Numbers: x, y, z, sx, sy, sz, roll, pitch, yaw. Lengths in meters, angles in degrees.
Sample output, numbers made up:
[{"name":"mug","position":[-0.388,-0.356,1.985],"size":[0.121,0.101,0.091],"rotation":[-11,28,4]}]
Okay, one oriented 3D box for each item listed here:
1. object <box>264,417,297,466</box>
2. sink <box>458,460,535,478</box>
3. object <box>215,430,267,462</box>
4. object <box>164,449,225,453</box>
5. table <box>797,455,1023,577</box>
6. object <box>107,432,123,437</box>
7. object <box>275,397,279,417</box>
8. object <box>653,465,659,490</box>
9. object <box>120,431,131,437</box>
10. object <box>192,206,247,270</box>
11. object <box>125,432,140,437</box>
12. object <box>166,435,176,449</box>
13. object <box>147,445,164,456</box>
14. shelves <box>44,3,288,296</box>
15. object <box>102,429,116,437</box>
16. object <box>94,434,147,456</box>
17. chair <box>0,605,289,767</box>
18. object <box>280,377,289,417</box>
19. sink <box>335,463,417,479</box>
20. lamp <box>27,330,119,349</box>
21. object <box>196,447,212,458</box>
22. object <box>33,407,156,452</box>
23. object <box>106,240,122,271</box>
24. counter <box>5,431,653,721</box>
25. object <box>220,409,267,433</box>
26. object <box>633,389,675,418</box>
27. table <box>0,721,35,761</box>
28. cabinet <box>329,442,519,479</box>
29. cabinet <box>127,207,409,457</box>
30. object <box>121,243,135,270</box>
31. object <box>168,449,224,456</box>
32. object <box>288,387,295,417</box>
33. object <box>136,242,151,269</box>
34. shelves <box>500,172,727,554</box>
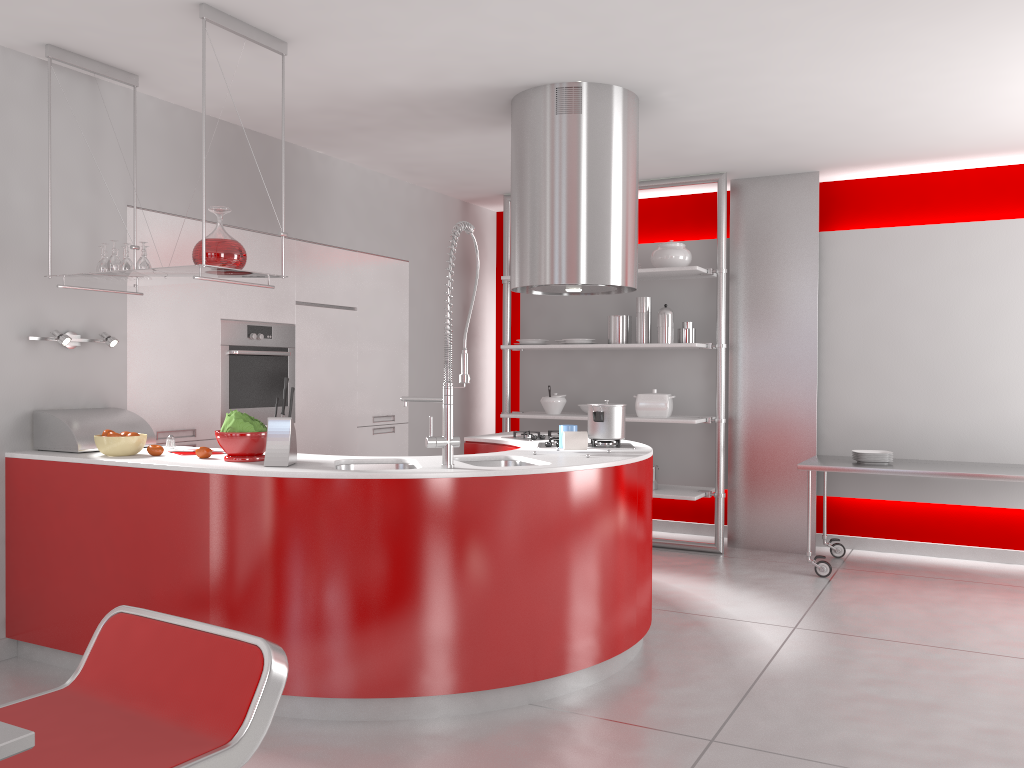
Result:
[{"name":"object","position":[-0.866,0.212,3.320],"size":[0.091,0.178,0.137],"rotation":[0,1,1]},{"name":"sink","position":[-0.051,0.411,3.528],"size":[0.326,0.172,0.428],"rotation":[0,1,-23]},{"name":"object","position":[-1.050,0.242,3.491],"size":[0.229,0.118,0.228],"rotation":[0,1,-1]},{"name":"object","position":[-1.302,0.286,3.792],"size":[0.375,0.008,0.041],"rotation":[0,1,5]},{"name":"table","position":[2.611,0.834,5.335],"size":[1.627,0.682,0.749],"rotation":[1,1,29]},{"name":"object","position":[-1.639,0.224,3.667],"size":[0.065,0.052,0.062],"rotation":[0,1,12]},{"name":"object","position":[-0.891,0.150,3.338],"size":[0.009,0.197,0.091],"rotation":[0,1,-1]},{"name":"object","position":[0.918,0.661,6.295],"size":[0.240,0.161,0.259],"rotation":[0,1,11]},{"name":"object","position":[-1.622,0.224,3.727],"size":[0.066,0.049,0.062],"rotation":[1,1,25]},{"name":"object","position":[-1.188,-0.583,3.606],"size":[0.213,0.266,0.213],"rotation":[0,1,-34]},{"name":"object","position":[-1.575,0.225,3.679],"size":[0.066,0.049,0.062],"rotation":[1,1,36]},{"name":"object","position":[-1.528,0.259,3.970],"size":[0.043,0.066,0.042],"rotation":[1,1,41]},{"name":"object","position":[-1.473,0.275,3.665],"size":[0.065,0.047,0.063],"rotation":[1,1,27]},{"name":"shelves","position":[-1.451,-0.914,3.720],"size":[0.934,1.023,0.462],"rotation":[1,1,28]},{"name":"object","position":[-1.682,0.219,3.709],"size":[0.055,0.058,0.066],"rotation":[0,1,13]},{"name":"object","position":[-1.622,0.255,3.677],"size":[0.201,0.086,0.201],"rotation":[1,1,29]},{"name":"chair","position":[-0.596,0.785,1.177],"size":[0.418,0.857,0.460],"rotation":[1,1,33]},{"name":"object","position":[-0.865,0.136,3.347],"size":[0.014,0.322,0.150],"rotation":[0,1,-1]},{"name":"sink","position":[-0.516,0.411,3.385],"size":[0.326,0.172,0.428],"rotation":[0,1,-11]},{"name":"lamp","position":[-1.946,-0.199,4.000],"size":[0.155,0.081,0.454],"rotation":[1,1,28]},{"name":"object","position":[-1.238,0.275,3.564],"size":[0.064,0.048,0.063],"rotation":[0,1,6]},{"name":"object","position":[-1.865,0.200,3.980],"size":[0.300,0.170,0.400],"rotation":[1,1,28]},{"name":"object","position":[-1.654,-0.524,3.687],"size":[0.060,0.141,0.060],"rotation":[0,1,5]},{"name":"counter","position":[-0.617,0.737,3.936],"size":[2.865,0.880,1.868],"rotation":[0,1,-28]},{"name":"object","position":[-1.040,0.189,3.486],"size":[0.198,0.182,0.193],"rotation":[1,1,33]},{"name":"object","position":[1.008,0.135,6.274],"size":[0.282,0.197,0.235],"rotation":[1,1,18]},{"name":"table","position":[-1.246,0.717,0.618],"size":[1.700,1.000,0.800],"rotation":[1,1,28]},{"name":"cabinet","position":[-0.835,0.702,4.099],"size":[1.875,0.761,1.025],"rotation":[0,1,-17]},{"name":"cabinet","position":[-1.579,0.139,5.514],"size":[0.614,2.026,2.398],"rotation":[1,1,28]},{"name":"object","position":[-1.637,-0.525,3.771],"size":[0.060,0.141,0.060],"rotation":[1,1,28]},{"name":"object","position":[-1.358,0.293,3.802],"size":[0.168,0.006,0.266],"rotation":[0,1,-35]},{"name":"object","position":[-0.837,0.152,3.338],"size":[0.012,0.279,0.130],"rotation":[0,1,-1]},{"name":"object","position":[-1.548,-0.524,3.726],"size":[0.060,0.141,0.060],"rotation":[1,1,28]},{"name":"shelves","position":[0.693,-0.148,6.447],"size":[1.735,2.599,0.535],"rotation":[1,1,28]}]
